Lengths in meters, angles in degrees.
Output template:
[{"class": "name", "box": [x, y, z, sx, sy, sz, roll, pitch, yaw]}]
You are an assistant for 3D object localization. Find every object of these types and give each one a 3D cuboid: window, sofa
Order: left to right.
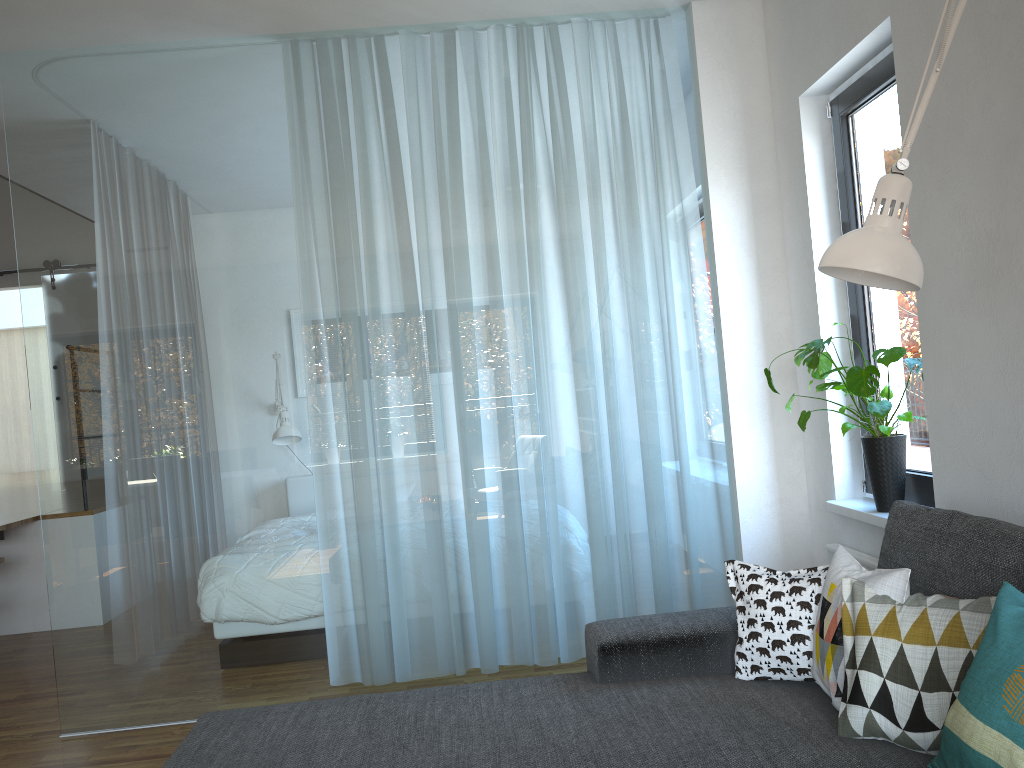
[{"class": "sofa", "box": [0.278, 0.785, 1.274, 2.163, 0.848, 2.509, -5, -1, -4]}, {"class": "window", "box": [13.916, 0.763, 9.116, 24.376, 18.371, 13.976, -5, 0, 3]}]

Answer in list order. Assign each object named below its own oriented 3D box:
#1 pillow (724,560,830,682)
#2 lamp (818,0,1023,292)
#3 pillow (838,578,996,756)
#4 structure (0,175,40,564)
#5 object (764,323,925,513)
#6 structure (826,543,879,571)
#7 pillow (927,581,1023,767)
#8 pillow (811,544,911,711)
[{"class": "pillow", "box": [0.692, 0.606, 2.238, 0.334, 0.320, 0.160, -6, 0, 32]}, {"class": "lamp", "box": [0.944, -0.535, 1.762, 0.698, 0.670, 0.200, -5, 0, 6]}, {"class": "pillow", "box": [0.880, 0.575, 1.794, 0.242, 0.363, 0.454, -5, 0, -37]}, {"class": "structure", "box": [-4.130, -0.238, 4.417, 2.685, 4.131, 4.582, -5, 0, -4]}, {"class": "object", "box": [1.164, 0.117, 3.052, 0.447, 0.675, 0.657, -5, 0, -13]}, {"class": "structure", "box": [1.279, 0.835, 3.017, 0.076, 0.459, 0.817, -5, -1, -6]}, {"class": "pillow", "box": [0.889, 0.544, 1.466, 0.273, 0.340, 0.414, -5, 0, -4]}, {"class": "pillow", "box": [0.792, 0.566, 2.024, 0.173, 0.344, 0.360, -5, 0, -4]}]
